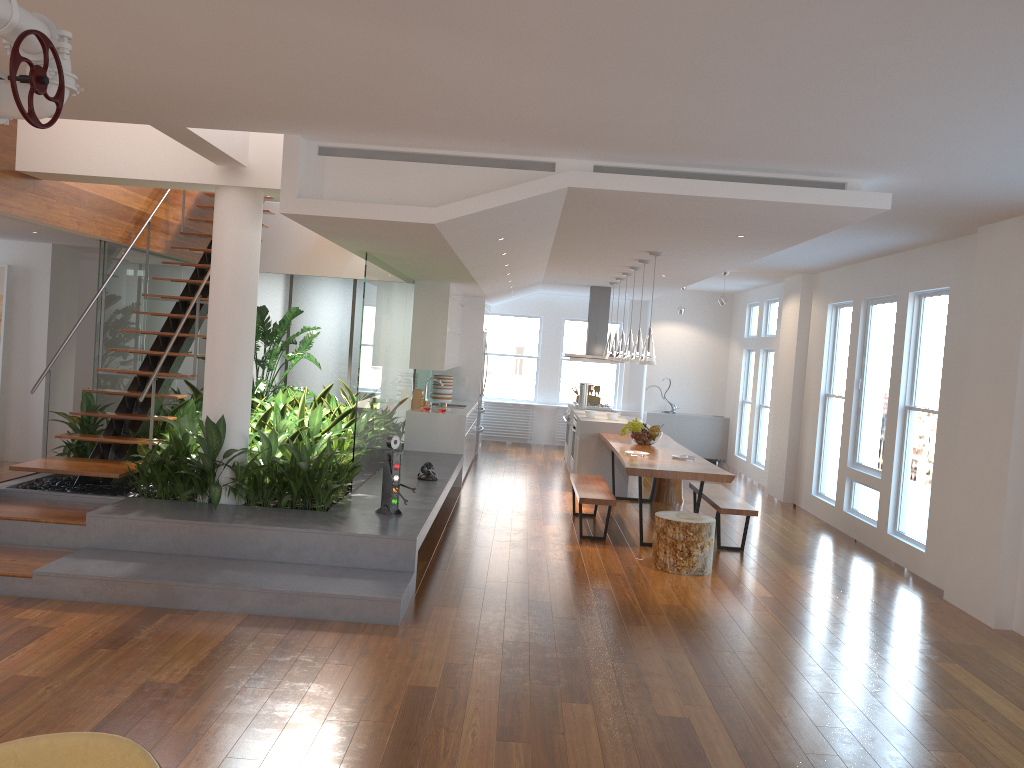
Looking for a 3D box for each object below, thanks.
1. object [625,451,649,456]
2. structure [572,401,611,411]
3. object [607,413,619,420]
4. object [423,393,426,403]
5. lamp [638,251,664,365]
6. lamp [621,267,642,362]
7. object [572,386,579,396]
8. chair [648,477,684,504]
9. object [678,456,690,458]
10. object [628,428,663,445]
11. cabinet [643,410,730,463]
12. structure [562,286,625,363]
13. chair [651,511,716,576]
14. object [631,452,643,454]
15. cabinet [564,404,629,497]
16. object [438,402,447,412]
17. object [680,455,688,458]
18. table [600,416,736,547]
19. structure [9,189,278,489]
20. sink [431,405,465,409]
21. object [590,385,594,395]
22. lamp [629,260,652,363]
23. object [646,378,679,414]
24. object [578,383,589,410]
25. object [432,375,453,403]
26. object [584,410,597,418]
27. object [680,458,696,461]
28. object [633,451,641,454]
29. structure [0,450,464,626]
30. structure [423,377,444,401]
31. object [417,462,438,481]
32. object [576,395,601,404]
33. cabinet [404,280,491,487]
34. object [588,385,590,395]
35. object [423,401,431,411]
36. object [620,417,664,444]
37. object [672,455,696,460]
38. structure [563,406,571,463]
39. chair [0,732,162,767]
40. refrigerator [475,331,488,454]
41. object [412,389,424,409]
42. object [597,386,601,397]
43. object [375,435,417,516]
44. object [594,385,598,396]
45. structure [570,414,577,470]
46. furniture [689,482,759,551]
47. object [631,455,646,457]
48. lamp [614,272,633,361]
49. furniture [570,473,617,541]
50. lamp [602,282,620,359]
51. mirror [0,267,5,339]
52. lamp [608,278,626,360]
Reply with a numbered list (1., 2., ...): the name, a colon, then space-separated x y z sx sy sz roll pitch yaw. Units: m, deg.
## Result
1. object: 1.153 0.640 8.168 0.222 0.020 0.222 6 3 41
2. structure: 1.115 0.301 12.466 0.520 0.073 0.650 4 2 1
3. object: 1.185 0.385 10.468 0.152 0.082 0.152 2 3 -39
4. object: -1.088 0.191 10.660 0.100 0.170 0.173 4 2 2
5. lamp: 1.232 -0.697 7.803 0.160 1.060 0.160 5 3 28
6. lamp: 1.252 -0.757 9.248 0.160 1.060 0.160 5 3 28
7. object: 0.961 0.164 12.916 0.199 0.259 0.016 5 2 11
8. chair: 1.761 1.097 10.043 0.396 0.455 0.402 4 2 -9
9. object: 1.572 0.677 8.117 0.124 0.011 0.124 3 3 -17
10. object: 1.368 0.552 9.138 0.360 0.159 0.360 2 3 -36
11. cabinet: 2.760 0.846 14.199 1.309 0.725 0.420 4 2 1
12. structure: 1.213 -1.024 12.382 0.909 1.405 0.900 4 2 1
13. chair: 1.319 1.221 6.836 0.460 0.400 0.460 5 2 11
14. object: 1.152 0.645 8.169 0.124 0.011 0.124 5 3 22
15. cabinet: 1.068 0.788 11.566 0.597 0.832 2.936 4 2 1
16. object: -0.789 0.265 10.093 0.094 0.106 0.094 4 2 6
17. object: 1.573 0.667 8.116 0.079 0.030 0.070 6 3 44
18. table: 1.378 0.933 10.170 0.893 0.704 5.996 4 2 1
19. structure: -2.172 -1.165 8.364 2.552 4.265 4.591 4 2 1
20. sink: -0.811 0.393 11.134 0.449 0.192 0.666 4 2 1
21. object: 1.151 0.162 12.896 0.057 0.299 0.019 4 2 1
22. lamp: 1.242 -0.727 8.525 0.160 1.060 0.160 5 3 28
23. object: 2.422 0.177 14.132 0.590 0.563 0.210 3 3 -28
24. object: 0.977 0.168 12.004 0.172 0.356 0.120 2 3 -41
25. object: -0.919 0.068 11.705 0.267 0.356 0.266 5 3 26
26. object: 0.938 0.362 10.594 0.152 0.082 0.152 6 3 40
27. object: 1.584 0.677 8.010 0.158 0.017 0.019 4 2 -4
28. object: 1.153 0.634 8.168 0.070 0.030 0.079 2 3 -36
29. structure: -2.120 0.956 7.788 3.088 0.386 5.584 4 2 1
30. structure: -0.991 0.182 11.156 0.248 0.536 0.115 4 2 1
31. object: -0.767 0.777 7.937 0.216 0.155 0.181 2 3 -35
32. object: 1.111 0.238 12.909 0.353 0.157 0.084 4 2 1
33. cabinet: -0.788 -0.082 12.148 0.676 2.280 4.565 4 2 1
34. object: 1.117 0.158 12.916 0.061 0.299 0.040 4 2 -2
35. object: -0.970 0.250 10.142 0.094 0.106 0.094 4 2 6
36. object: 1.347 0.486 9.150 0.394 0.284 0.292 2 3 -35
37. object: 1.573 0.673 8.116 0.222 0.020 0.222 4 2 -7
38. structure: 1.042 0.723 12.473 0.649 0.735 0.890 4 2 1
39. chair: -0.743 1.138 1.472 0.856 0.752 0.867 4 2 6
40. refrigerator: -0.739 0.106 12.898 0.725 1.772 0.908 4 2 1
41. object: -1.103 0.175 10.412 0.104 0.222 0.200 4 2 1
42. object: 1.252 0.169 12.915 0.057 0.294 0.030 4 2 1
43. object: -0.793 0.646 6.214 0.318 0.565 0.134 6 3 37
44. object: 1.215 0.167 12.898 0.068 0.298 0.039 4 2 1
45. structure: 0.779 0.720 11.063 0.072 0.648 0.644 4 2 1
46. furniture: 1.909 1.217 8.168 0.316 0.389 1.433 4 2 1
47. object: 1.137 0.648 8.034 0.149 0.014 0.044 4 2 -1
48. lamp: 1.262 -0.787 9.970 0.160 1.060 0.160 5 3 28
49. furniture: 0.720 1.131 8.181 0.316 0.389 1.433 4 2 1
50. lamp: 1.283 -0.846 11.415 0.160 1.060 0.160 5 3 28
51. mirror: -6.025 -0.253 9.331 1.267 2.044 0.049 4 2 1
52. lamp: 1.273 -0.817 10.693 0.160 1.060 0.160 5 3 28
